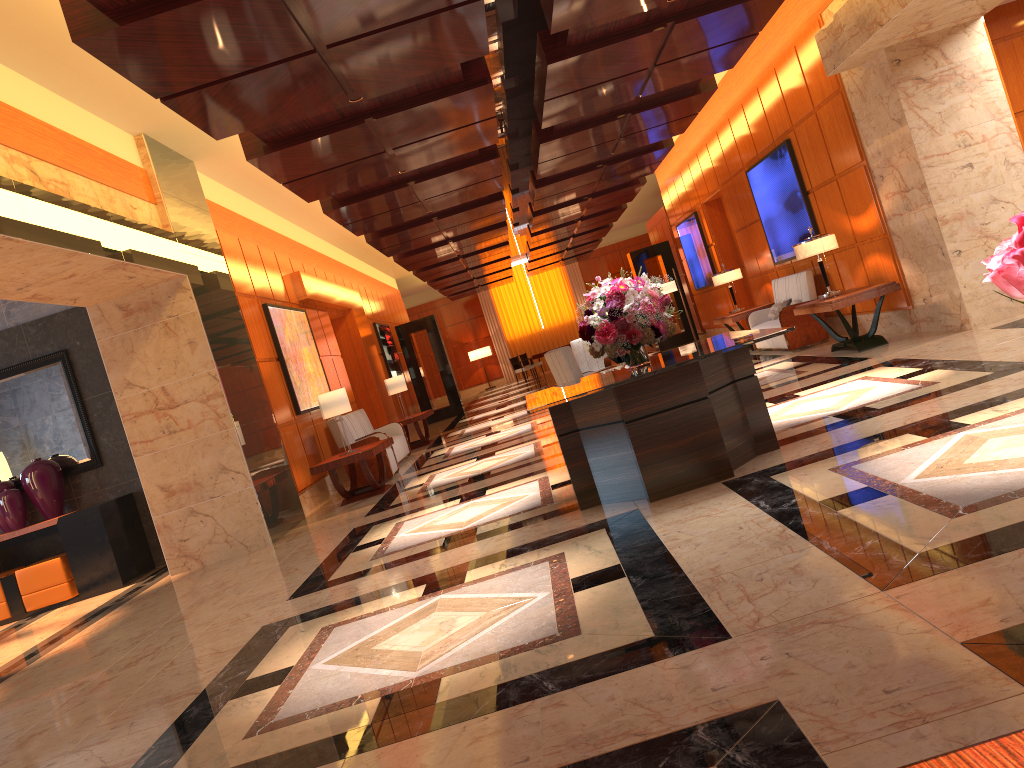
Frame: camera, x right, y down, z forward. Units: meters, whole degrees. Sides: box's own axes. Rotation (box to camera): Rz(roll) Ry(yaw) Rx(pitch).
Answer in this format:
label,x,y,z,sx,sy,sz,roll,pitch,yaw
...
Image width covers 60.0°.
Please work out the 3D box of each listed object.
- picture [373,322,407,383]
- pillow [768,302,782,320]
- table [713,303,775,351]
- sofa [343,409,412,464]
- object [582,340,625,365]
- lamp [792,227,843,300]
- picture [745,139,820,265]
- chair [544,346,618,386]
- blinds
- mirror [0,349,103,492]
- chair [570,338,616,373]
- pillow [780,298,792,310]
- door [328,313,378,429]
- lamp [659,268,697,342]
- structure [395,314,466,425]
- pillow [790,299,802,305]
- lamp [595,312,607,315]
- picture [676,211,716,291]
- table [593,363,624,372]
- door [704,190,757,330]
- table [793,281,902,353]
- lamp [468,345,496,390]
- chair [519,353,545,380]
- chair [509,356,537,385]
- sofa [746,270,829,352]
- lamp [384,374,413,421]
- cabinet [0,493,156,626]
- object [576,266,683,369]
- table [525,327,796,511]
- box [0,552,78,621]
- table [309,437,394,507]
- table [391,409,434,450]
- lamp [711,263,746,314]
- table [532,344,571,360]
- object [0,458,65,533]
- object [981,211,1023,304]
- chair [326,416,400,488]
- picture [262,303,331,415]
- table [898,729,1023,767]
label,x,y,z,sx,sy,sz,roll,pitch,yaw
picture,-2.780,-0.685,20.289,0.056,1.452,1.998,-17,1,1
pillow,3.720,-1.022,12.524,0.195,0.227,0.345,-17,1,6
table,3.690,-0.847,13.780,0.725,0.606,1.271,-17,2,1
sofa,-1.998,0.790,13.034,0.612,0.932,1.800,-17,2,2
object,1.345,-0.553,11.688,0.791,0.617,0.416,-18,1,-22
lamp,3.372,-1.335,9.695,0.457,0.810,0.460,-17,0,10
picture,3.668,-2.405,12.060,0.056,1.452,1.998,-17,1,1
chair,0.869,-0.015,10.085,0.631,0.961,0.735,-18,1,-20
blinds,0.986,-2.531,32.747,3.852,4.065,0.149,-17,0,1
mirror,-5.485,0.523,9.624,1.766,1.338,0.029,-17,0,1
chair,1.183,-0.226,13.064,0.735,0.961,0.631,-17,1,20
pillow,3.740,-1.021,12.089,0.160,0.253,0.358,-17,1,-2
door,-2.905,0.084,15.705,0.340,2.651,1.500,-17,0,1
lamp,3.186,-1.347,16.570,0.527,1.661,0.359,-17,0,-9
structure,-1.984,-0.346,21.550,0.985,2.498,0.500,-17,0,1
pillow,3.706,-0.978,11.642,0.202,0.230,0.273,-17,1,4
lamp,3.419,-2.006,32.092,0.806,1.661,0.815,-17,0,41
picture,3.724,-2.644,17.921,0.056,1.452,1.998,-17,1,1
table,1.457,0.000,11.569,0.722,0.496,1.562,-17,2,4
door,4.100,-2.119,15.655,0.340,2.651,1.538,-17,0,1
table,3.649,-0.675,9.557,0.725,0.606,1.271,-17,2,1
lamp,-1.011,-0.613,32.136,0.806,1.661,0.815,-17,0,41
chair,0.647,-0.626,29.331,0.573,0.894,0.587,-17,1,29
chair,0.329,-0.481,28.117,0.573,0.894,0.588,-17,1,39
sofa,3.685,-0.963,12.070,0.612,0.932,1.800,-17,2,2
lamp,1.974,-0.805,10.270,0.337,0.734,12.925,-18,2,-40
cabinet,-5.046,1.938,9.255,2.190,0.868,0.784,-17,1,1
object,0.753,-0.436,5.867,0.651,0.658,0.679,-18,1,-8
table,0.966,0.235,5.847,1.600,0.745,1.601,-17,2,1
box,-4.999,2.099,9.109,1.132,0.427,0.489,-17,1,1
table,-1.756,1.037,10.230,0.724,0.534,1.169,-17,2,4
table,-1.708,0.833,15.240,0.724,0.534,1.169,-17,2,4
lamp,3.410,-1.512,13.849,0.461,0.794,0.456,-18,1,-37
table,1.771,-0.875,28.267,2.118,0.741,0.780,-18,1,-28
object,-5.188,1.180,9.380,0.861,0.652,0.520,-17,1,0
object,0.575,0.074,0.581,0.349,0.596,0.328,-17,0,21
chair,-1.909,0.810,11.417,0.628,0.961,0.738,-17,1,0
picture,-2.859,-0.348,12.028,0.056,1.452,1.998,-17,1,1
table,0.759,0.608,0.609,1.167,0.534,0.725,-17,1,1
